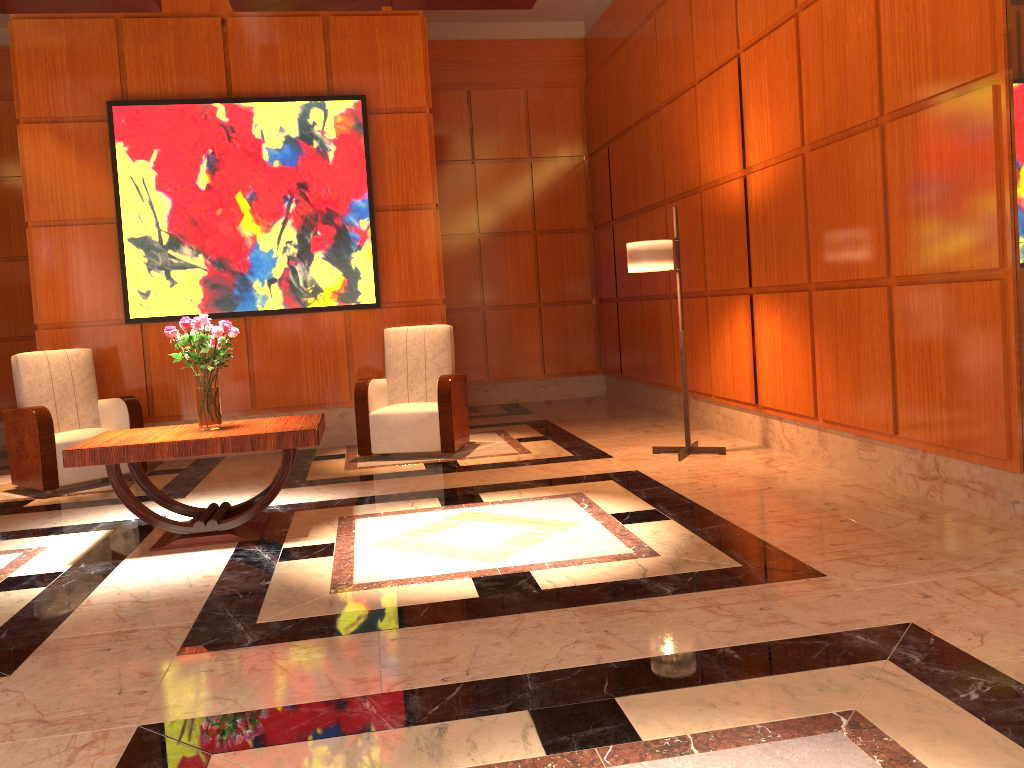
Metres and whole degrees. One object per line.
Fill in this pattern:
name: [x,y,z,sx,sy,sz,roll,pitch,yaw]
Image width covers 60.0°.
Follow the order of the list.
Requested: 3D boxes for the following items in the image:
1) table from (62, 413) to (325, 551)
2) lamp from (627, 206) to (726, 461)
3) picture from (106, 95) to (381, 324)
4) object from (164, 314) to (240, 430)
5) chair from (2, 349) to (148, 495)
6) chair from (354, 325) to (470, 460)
table: [-1.557,0.502,4.572,1.168,0.533,0.726,-4,4,-9]
lamp: [1.058,-0.344,5.896,0.527,1.658,0.360,-5,3,-19]
picture: [-2.123,-1.417,7.123,1.997,1.733,0.056,-4,3,-9]
object: [-1.584,-0.064,4.578,0.350,0.595,0.327,-3,3,11]
chair: [-3.149,0.231,6.356,0.628,0.959,0.740,-1,4,39]
chair: [-0.755,0.042,6.757,0.737,0.959,0.630,-3,3,10]
